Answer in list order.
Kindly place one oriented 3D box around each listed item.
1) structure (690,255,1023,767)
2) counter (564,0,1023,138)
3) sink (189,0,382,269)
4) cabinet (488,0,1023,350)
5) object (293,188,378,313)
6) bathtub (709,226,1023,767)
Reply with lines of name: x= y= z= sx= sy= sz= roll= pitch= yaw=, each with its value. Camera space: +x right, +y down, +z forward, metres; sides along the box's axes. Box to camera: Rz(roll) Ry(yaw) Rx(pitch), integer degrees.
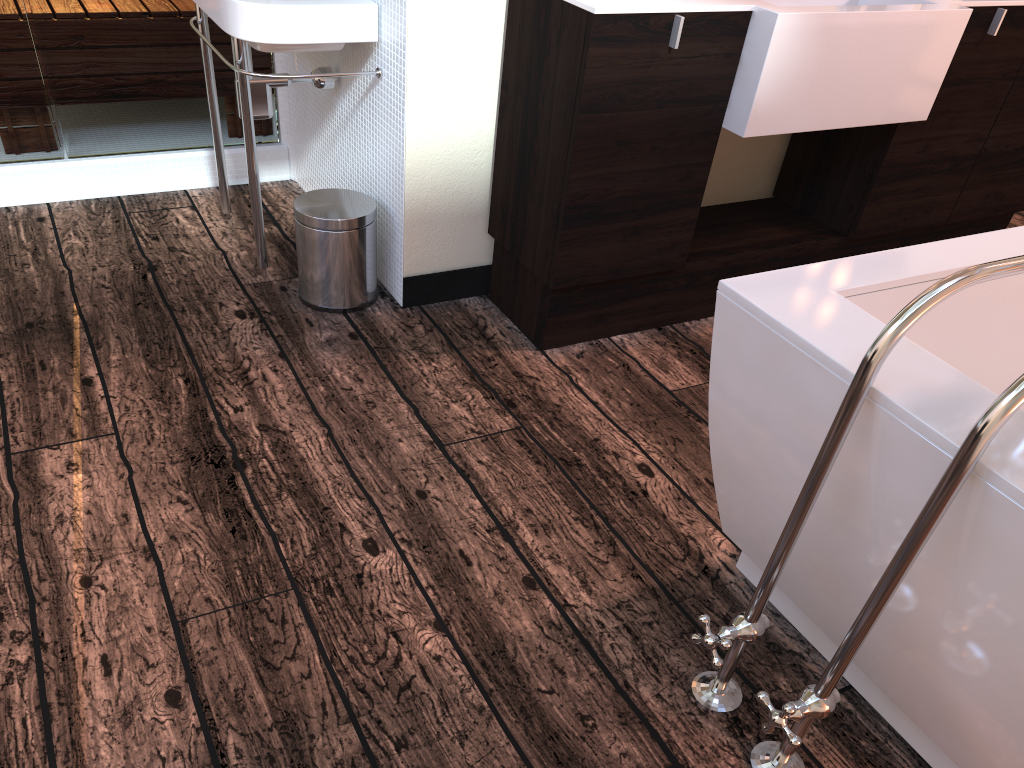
structure: x=0.591 y=0.140 z=1.192 sx=0.553 sy=1.142 sz=0.377 roll=-4 pitch=39 yaw=-13
counter: x=0.905 y=-0.987 z=2.331 sx=1.848 sy=0.302 sz=0.435 roll=-13 pitch=42 yaw=-24
sink: x=-0.648 y=-0.825 z=2.474 sx=0.345 sy=0.800 sz=0.670 roll=-14 pitch=42 yaw=-25
cabinet: x=0.862 y=-0.742 z=2.553 sx=1.849 sy=0.941 sz=0.380 roll=-13 pitch=42 yaw=-24
object: x=-0.479 y=-0.405 z=2.424 sx=0.222 sy=0.312 sz=0.219 roll=21 pitch=40 yaw=18
bathtub: x=1.428 y=0.103 z=1.684 sx=2.208 sy=0.707 sz=0.786 roll=-13 pitch=42 yaw=-24
